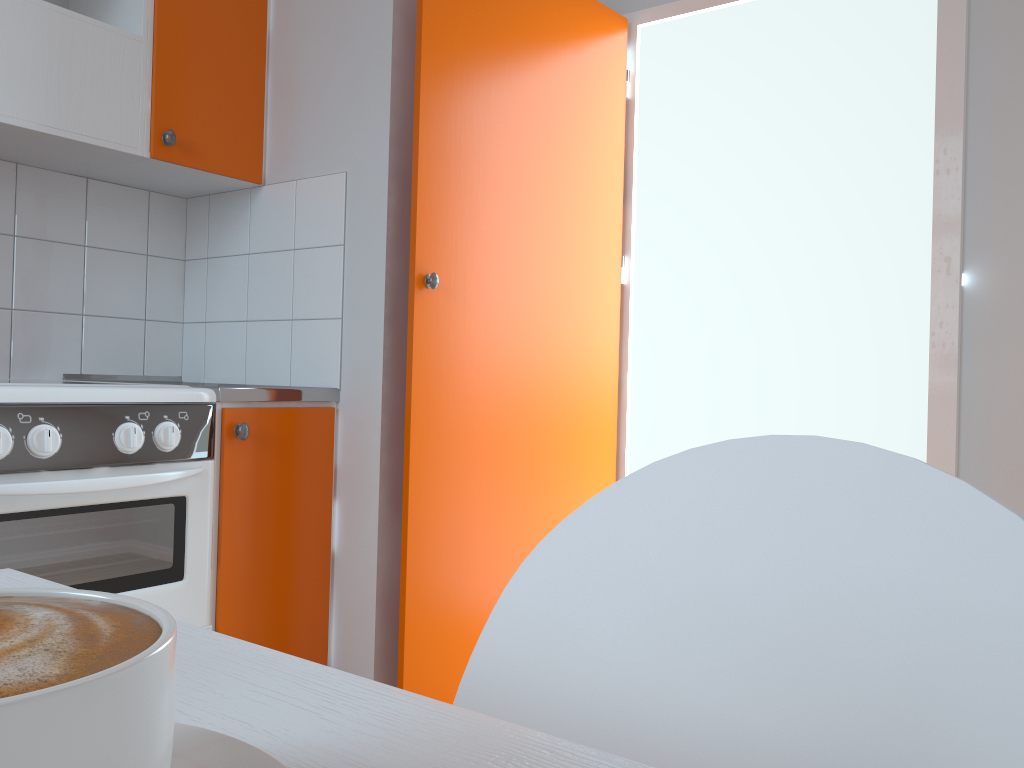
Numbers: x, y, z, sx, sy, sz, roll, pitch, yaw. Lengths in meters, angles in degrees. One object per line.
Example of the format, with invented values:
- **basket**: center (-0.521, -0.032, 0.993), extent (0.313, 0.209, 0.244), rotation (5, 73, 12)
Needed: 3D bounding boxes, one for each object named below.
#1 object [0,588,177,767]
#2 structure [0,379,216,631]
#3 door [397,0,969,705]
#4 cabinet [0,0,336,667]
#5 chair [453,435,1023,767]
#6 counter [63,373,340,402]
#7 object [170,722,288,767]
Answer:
- **object**: center (-0.119, 0.082, 0.185), extent (0.100, 0.064, 0.093), rotation (2, 0, 39)
- **structure**: center (-1.088, 0.425, 1.887), extent (0.740, 0.864, 0.612), rotation (1, 0, 36)
- **door**: center (0.408, -0.131, 2.487), extent (1.393, 2.055, 0.690), rotation (2, 0, -5)
- **cabinet**: center (-1.581, -0.329, 1.190), extent (0.712, 2.349, 3.073), rotation (1, 0, 36)
- **chair**: center (-0.133, 0.454, 0.288), extent (0.637, 0.871, 0.511), rotation (2, 0, -29)
- **counter**: center (-1.606, 0.026, 1.197), extent (0.688, 0.132, 3.072), rotation (2, 0, 36)
- **object**: center (-0.122, 0.110, 0.187), extent (0.158, 0.020, 0.163), rotation (1, 0, -39)
